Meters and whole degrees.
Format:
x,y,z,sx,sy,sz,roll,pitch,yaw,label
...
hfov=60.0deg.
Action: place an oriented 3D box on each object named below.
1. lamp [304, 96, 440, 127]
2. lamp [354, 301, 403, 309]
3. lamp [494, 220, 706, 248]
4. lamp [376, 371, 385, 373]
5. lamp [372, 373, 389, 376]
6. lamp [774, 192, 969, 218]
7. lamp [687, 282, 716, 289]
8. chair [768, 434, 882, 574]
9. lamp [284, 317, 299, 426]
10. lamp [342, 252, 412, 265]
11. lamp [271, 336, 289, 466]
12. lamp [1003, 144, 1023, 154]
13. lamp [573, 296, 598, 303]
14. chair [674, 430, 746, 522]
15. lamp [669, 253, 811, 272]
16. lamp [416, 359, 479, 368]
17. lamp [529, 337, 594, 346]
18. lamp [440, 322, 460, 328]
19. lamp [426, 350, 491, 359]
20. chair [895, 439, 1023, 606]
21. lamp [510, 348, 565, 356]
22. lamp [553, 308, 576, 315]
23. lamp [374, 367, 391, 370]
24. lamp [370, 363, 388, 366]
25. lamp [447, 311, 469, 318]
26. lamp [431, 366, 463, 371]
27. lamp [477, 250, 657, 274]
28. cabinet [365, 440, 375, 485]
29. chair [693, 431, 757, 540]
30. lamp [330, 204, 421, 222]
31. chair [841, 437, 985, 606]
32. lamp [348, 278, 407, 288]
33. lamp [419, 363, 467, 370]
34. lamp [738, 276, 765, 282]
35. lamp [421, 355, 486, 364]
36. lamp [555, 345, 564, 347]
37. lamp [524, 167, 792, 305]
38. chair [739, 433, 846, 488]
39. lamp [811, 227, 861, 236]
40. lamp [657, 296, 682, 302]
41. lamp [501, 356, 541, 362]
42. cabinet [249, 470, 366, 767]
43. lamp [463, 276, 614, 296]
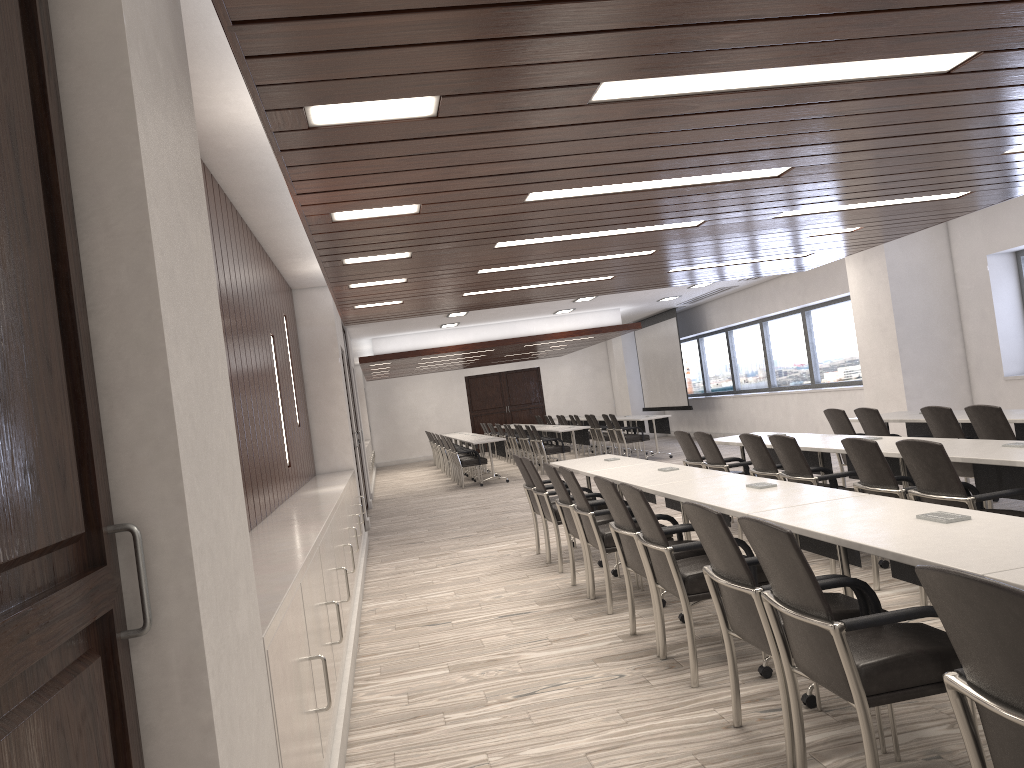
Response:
x,y,z,sx,sy,sz,roll,pitch,yaw,label
-0.489,-0.978,3.107,0.464,0.045,0.236,-8,-1,-9,lamp
-1.256,-0.771,8.327,0.464,0.045,0.236,-8,-1,-9,lamp
0.611,-1.067,6.165,1.496,0.045,0.236,-8,-1,-9,lamp
-2.997,-0.299,20.188,0.464,0.045,0.236,-8,-1,-9,lamp
-3.156,-0.255,21.276,0.464,0.045,0.236,-8,-1,-9,lamp
2.631,-1.335,6.472,1.496,0.045,0.236,-8,-1,-9,lamp
3.201,-1.724,15.002,0.324,0.120,0.519,-8,-1,-9,lamp
2.164,0.766,6.037,0.638,0.939,0.513,-8,-1,-9,chair
-2.149,-0.122,8.422,0.094,1.058,0.236,-8,-1,-9,lamp
-0.904,-0.866,5.935,0.464,0.045,0.236,-8,-1,-9,lamp
-1.915,0.141,7.111,0.094,1.058,0.236,-8,-1,-9,lamp
3.119,-1.426,5.212,0.421,0.046,0.236,-8,-1,-9,lamp
1.209,-1.460,14.700,0.324,0.120,0.519,-8,-1,-9,lamp
1.876,0.846,8.069,0.638,0.939,0.513,-8,-1,-9,chair
2.280,-1.240,8.865,1.496,0.045,0.236,-8,-1,-9,lamp
-1.481,-0.500,20.418,1.496,0.045,0.236,-8,-1,-9,lamp
0.954,-0.880,17.898,1.496,0.045,0.236,-8,-1,-9,lamp
-1.135,-1.115,16.073,0.324,0.120,0.519,-8,-1,-9,lamp
-1.066,-0.612,17.591,1.496,0.045,0.236,-8,-1,-9,lamp
2.401,0.704,4.540,0.638,0.939,0.513,-8,-1,-9,chair
0.539,-0.768,20.725,1.496,0.045,0.236,-8,-1,-9,lamp
0.961,-1.393,16.392,0.324,0.120,0.519,-8,-1,-9,lamp
-2.805,-0.351,18.883,0.464,0.045,0.236,-8,-1,-9,lamp
-2.581,-0.411,17.361,0.464,0.045,0.236,-8,-1,-9,lamp
-0.887,-1.182,14.381,0.324,0.120,0.519,-8,-1,-9,lamp
-1.832,-0.404,22.811,1.496,0.045,0.236,-8,-1,-9,lamp
0.451,-1.024,7.253,1.496,0.045,0.236,-8,-1,-9,lamp
-3.394,1.722,20.195,0.476,0.698,7.540,-8,-1,-9,cabinet
1.950,0.825,7.547,0.638,0.939,0.513,-8,-1,-9,chair
-0.713,-0.918,4.630,0.464,0.045,0.236,-8,-1,-9,lamp
2.306,0.727,5.061,0.638,0.939,0.513,-8,-1,-8,chair
-1.064,-0.823,7.022,0.464,0.045,0.236,-8,-1,-9,lamp
-1.641,-0.456,21.506,1.496,0.045,0.236,-8,-1,-9,lamp
3.807,-1.695,9.269,1.499,0.552,12.001,-8,-1,8,lamp
-1.290,-0.552,19.113,1.496,0.045,0.236,-8,-1,-9,lamp
1.027,-0.859,19.466,0.421,0.046,0.236,-8,-1,-9,lamp
2.422,-1.464,11.410,1.469,0.552,14.295,-8,-1,14,lamp
2.090,0.786,6.555,0.638,0.939,0.513,-8,-1,-9,chair
2.768,-1.331,7.605,0.421,0.046,0.236,-8,-1,-9,lamp
2.952,-1.657,16.694,0.324,0.120,0.519,-8,-1,-9,lamp
0.188,-0.672,23.118,1.496,0.045,0.236,-8,-1,-9,lamp
-1.299,1.154,5.926,0.476,0.698,7.540,-8,-1,-9,cabinet
0.260,-0.972,8.558,1.496,0.045,0.236,-8,-1,-9,lamp
